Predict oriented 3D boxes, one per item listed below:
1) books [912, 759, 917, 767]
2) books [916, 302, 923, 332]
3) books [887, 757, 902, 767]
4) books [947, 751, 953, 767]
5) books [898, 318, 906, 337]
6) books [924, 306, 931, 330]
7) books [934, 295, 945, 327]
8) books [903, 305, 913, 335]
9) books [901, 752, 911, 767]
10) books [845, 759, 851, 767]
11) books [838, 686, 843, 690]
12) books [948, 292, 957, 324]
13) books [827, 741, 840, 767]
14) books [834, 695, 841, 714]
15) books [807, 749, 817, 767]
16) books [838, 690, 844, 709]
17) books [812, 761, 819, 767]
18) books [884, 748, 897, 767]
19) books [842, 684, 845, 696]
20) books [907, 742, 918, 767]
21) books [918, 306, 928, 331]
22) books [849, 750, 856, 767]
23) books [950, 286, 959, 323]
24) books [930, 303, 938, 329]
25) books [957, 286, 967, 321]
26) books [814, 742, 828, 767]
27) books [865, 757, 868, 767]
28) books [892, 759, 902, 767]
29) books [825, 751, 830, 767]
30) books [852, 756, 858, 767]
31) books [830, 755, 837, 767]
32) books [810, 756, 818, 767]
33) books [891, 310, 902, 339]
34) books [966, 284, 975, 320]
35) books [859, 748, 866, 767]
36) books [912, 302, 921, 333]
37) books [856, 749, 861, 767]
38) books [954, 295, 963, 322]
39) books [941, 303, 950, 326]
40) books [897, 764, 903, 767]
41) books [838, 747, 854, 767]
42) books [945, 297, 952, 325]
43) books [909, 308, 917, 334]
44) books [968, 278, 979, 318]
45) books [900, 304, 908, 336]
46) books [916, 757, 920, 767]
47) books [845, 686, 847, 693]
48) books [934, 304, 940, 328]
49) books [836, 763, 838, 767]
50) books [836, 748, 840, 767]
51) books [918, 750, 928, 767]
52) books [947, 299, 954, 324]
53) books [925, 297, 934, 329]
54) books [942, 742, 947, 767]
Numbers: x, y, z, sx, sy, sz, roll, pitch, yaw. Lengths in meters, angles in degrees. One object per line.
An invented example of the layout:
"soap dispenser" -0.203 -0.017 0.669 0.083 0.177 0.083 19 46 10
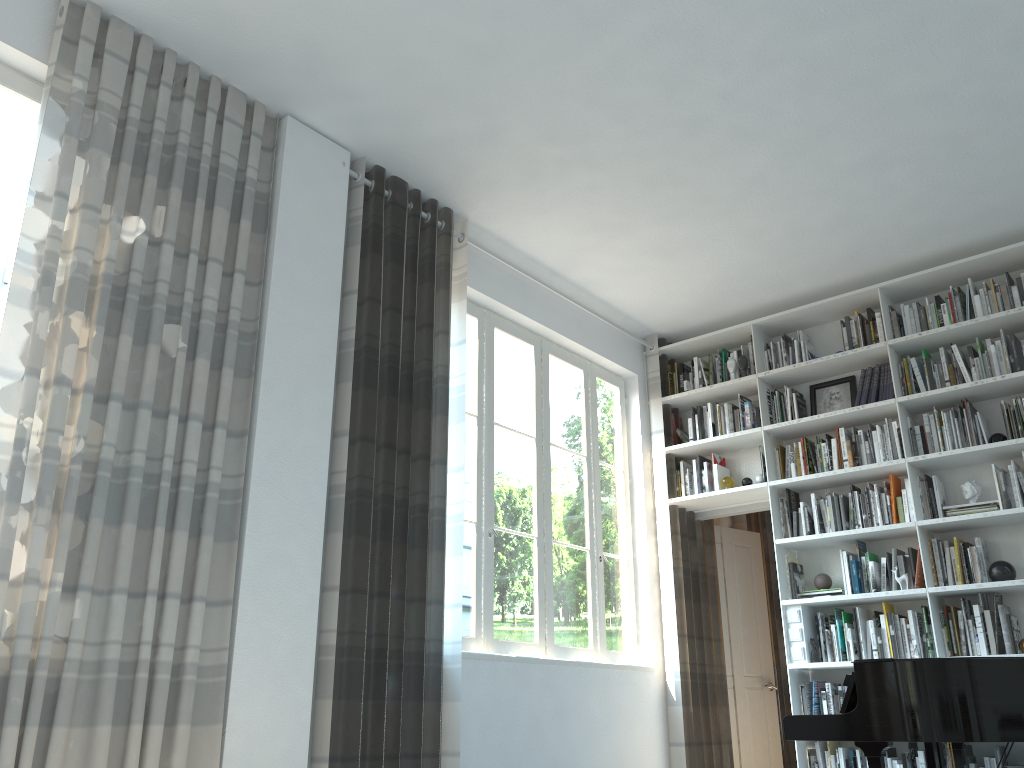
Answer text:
"books" 2.220 2.148 4.811 0.024 0.213 0.137 -16 -26 37
"books" 2.526 -0.362 5.434 0.012 0.249 0.174 -16 -26 37
"books" 2.115 2.167 4.867 0.021 0.217 0.191 -16 -26 37
"books" 2.348 2.089 4.718 0.065 0.255 0.156 -16 -26 37
"books" 2.445 -0.300 5.503 0.024 0.182 0.133 -16 -26 37
"books" 2.559 -0.352 5.402 0.015 0.206 0.167 -16 -26 37
"books" 2.624 -0.391 5.385 0.028 0.267 0.152 -16 -26 37
"books" 2.477 -0.347 5.479 0.031 0.253 0.146 -16 -26 37
"books" 2.173 2.134 4.817 0.023 0.243 0.188 -16 -26 37
"books" 1.939 2.232 5.020 0.022 0.205 0.159 -16 -26 37
"books" 1.945 1.889 5.157 0.022 0.247 0.134 -16 -26 37
"books" 2.669 -0.406 5.323 0.013 0.250 0.184 -16 -26 37
"books" 1.862 2.200 5.094 0.011 0.317 0.158 -16 -26 37
"books" 1.925 1.916 5.160 0.025 0.199 0.137 -16 -26 37
"books" 1.771 2.261 5.163 0.012 0.253 0.161 -16 -26 37
"books" 1.943 1.886 5.114 0.028 0.222 0.189 -16 -26 37
"books" 1.788 2.274 5.107 0.029 0.189 0.177 -16 -26 37
"books" 2.098 2.150 4.889 0.025 0.265 0.160 -16 -26 37
"books" 1.960 1.866 5.109 0.013 0.256 0.190 -16 -26 37
"books" 2.207 2.107 4.839 0.013 0.309 0.131 -16 -26 37
"books" 2.534 -0.351 5.405 0.029 0.207 0.179 -16 -26 37
"books" 1.958 2.207 5.018 0.022 0.251 0.140 -16 -26 37
"books" 2.680 -0.430 5.325 0.010 0.297 0.151 -16 -26 37
"books" 2.600 -0.364 5.409 0.025 0.234 0.130 -16 -26 37
"books" 2.709 -0.429 5.295 0.013 0.275 0.165 -16 -26 37
"books" 1.820 2.223 5.118 0.045 0.292 0.181 -16 -26 37
"books" 2.024 2.190 4.968 0.022 0.245 0.135 -16 -26 37
"books" 2.134 2.166 4.849 0.028 0.205 0.171 -16 -26 37
"books" 1.851 2.239 5.094 0.024 0.245 0.143 -16 -26 37
"books" 1.969 2.213 4.992 0.022 0.220 0.163 -16 -26 37
"books" 1.872 2.238 5.064 0.022 0.225 0.155 -16 -26 37
"books" 1.785 2.275 5.146 0.023 0.215 0.159 -16 -26 37
"books" 2.415 -0.323 5.517 0.029 0.236 0.156 -16 -26 37
"books" 2.732 -0.436 5.274 0.052 0.271 0.173 -16 -26 37
"books" 1.997 2.163 4.972 0.013 0.299 0.184 -16 -26 37
"books" 2.515 -0.358 5.448 0.023 0.250 0.171 -16 -26 37
"books" 1.991 2.193 4.987 0.027 0.255 0.160 -16 -26 37
"books" 2.703 -0.402 5.311 0.029 0.234 0.130 -16 -26 37
"books" 2.640 -0.369 5.349 0.030 0.200 0.152 -16 -26 37
"books" 2.152 2.166 4.823 0.031 0.187 0.190 -16 -26 37
"books" 1.912 2.205 5.033 0.023 0.265 0.177 -16 -26 37
"books" 2.655 -0.390 5.339 0.013 0.233 0.155 -16 -26 37
"books" 2.495 -0.338 5.454 0.023 0.219 0.181 -16 -26 37
"books" 2.766 -0.460 5.271 0.014 0.314 0.166 -16 -26 37
"books" 2.469 -0.347 5.513 0.021 0.278 0.141 -16 -26 37
"books" 2.230 2.134 4.790 0.022 0.224 0.141 -16 -26 37
"books" 1.965 1.864 5.098 0.010 0.251 0.178 -16 -26 37
"books" 2.609 -0.362 5.388 0.012 0.215 0.150 -16 -26 37
"books" 1.893 2.254 5.049 0.022 0.185 0.145 -16 -26 37
"books" 1.894 2.210 5.038 0.013 0.260 0.174 -16 -26 37
"books" 2.247 2.113 4.779 0.027 0.255 0.179 -16 -26 37
"books" 2.660 -0.386 5.323 0.011 0.215 0.160 -16 -26 37
"books" 2.570 -0.381 5.406 0.010 0.263 0.161 -16 -26 37
"books" 2.303 2.070 4.733 0.012 0.302 0.166 -16 -26 37
